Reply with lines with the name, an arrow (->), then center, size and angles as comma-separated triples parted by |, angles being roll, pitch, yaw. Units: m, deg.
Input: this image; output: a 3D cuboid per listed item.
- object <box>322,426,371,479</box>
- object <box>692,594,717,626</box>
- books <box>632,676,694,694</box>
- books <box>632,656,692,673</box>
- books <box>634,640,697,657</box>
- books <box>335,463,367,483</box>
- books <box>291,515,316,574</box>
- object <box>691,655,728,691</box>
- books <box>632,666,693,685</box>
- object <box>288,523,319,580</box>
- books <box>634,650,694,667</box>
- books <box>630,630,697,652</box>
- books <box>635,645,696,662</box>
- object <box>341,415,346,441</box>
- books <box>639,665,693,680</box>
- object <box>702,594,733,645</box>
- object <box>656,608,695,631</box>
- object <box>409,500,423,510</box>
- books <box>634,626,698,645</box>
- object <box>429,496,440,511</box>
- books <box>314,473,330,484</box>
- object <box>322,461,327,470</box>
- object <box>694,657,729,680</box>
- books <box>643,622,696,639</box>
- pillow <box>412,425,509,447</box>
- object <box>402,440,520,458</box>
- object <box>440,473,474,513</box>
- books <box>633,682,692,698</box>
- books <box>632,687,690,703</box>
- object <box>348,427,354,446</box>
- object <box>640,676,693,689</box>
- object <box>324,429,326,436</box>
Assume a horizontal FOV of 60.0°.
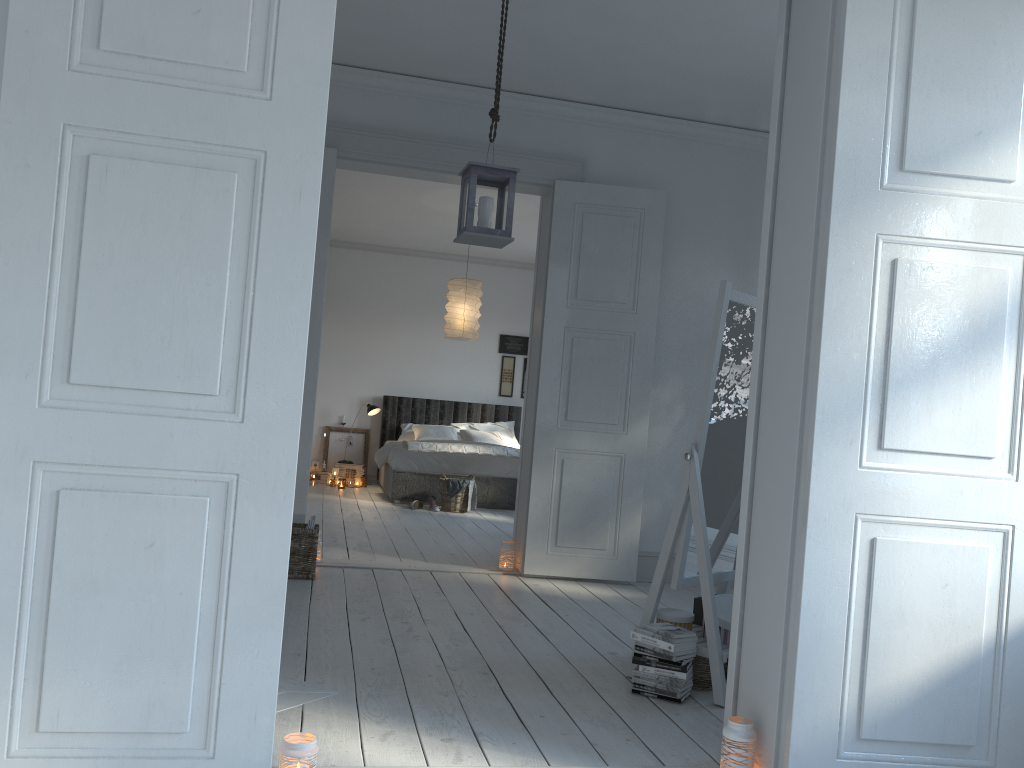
object -> -1.967, 0.831, 10.503 | 0.528, 0.630, 0.082 | 5, -1, -12
object -> 0.833, 0.912, 3.537 | 0.155, 0.103, 0.165 | 3, -2, 43
books -> 0.537, 1.060, 3.158 | 0.180, 0.016, 0.128 | 3, -2, 33
books -> 0.537, 0.987, 3.162 | 0.193, 0.022, 0.128 | 4, -2, 21
books -> 0.547, 0.934, 3.160 | 0.128, 0.016, 0.180 | 6, -3, -41
books -> -1.855, 1.030, 10.208 | 0.346, 0.232, 0.245 | 5, -1, -3
books -> -1.159, 0.853, 4.725 | 0.201, 0.300, 0.179 | 5, -1, -12
object -> 0.663, 1.054, 3.347 | 0.185, 0.140, 0.295 | 6, -2, -40
books -> 0.538, 1.031, 3.159 | 0.186, 0.017, 0.132 | 4, -2, 25
object -> -1.174, 0.884, 4.722 | 0.270, 0.265, 0.224 | 5, -1, -12
books -> 0.541, 0.967, 3.154 | 0.178, 0.016, 0.128 | 4, -2, 31
books -> 0.540, 0.912, 3.164 | 0.128, 0.026, 0.200 | 6, -2, -40
books -> 0.546, 0.950, 3.157 | 0.176, 0.016, 0.128 | 3, -3, 45
object -> -2.006, 0.525, 10.520 | 0.067, 0.320, 0.067 | 4, -1, 37
books -> 0.549, 1.012, 3.157 | 0.167, 0.022, 0.128 | 4, -2, 22
object -> 0.821, 0.875, 3.299 | 0.207, 0.158, 0.241 | 5, -2, -4
object -> 0.615, 0.901, 3.354 | 0.142, 0.074, 0.142 | 6, -2, -28
object -> -0.920, 1.116, 8.241 | 0.120, 0.084, 0.222 | 4, -2, 17
books -> 0.548, 0.891, 3.163 | 0.132, 0.017, 0.186 | 6, -2, -39
object -> -0.716, 1.115, 8.238 | 0.083, 0.122, 0.222 | 5, -2, -12
books -> -2.138, 1.070, 10.019 | 0.175, 0.095, 0.262 | 5, -2, -17
object -> -2.199, 0.907, 10.433 | 0.062, 0.220, 0.028 | 5, -1, -17
object -> 0.822, 1.072, 3.490 | 0.185, 0.140, 0.295 | 6, -2, -40
books -> 0.561, 0.876, 3.153 | 0.111, 0.014, 0.156 | 6, -2, -32
pillow -> -0.577, 0.610, 10.113 | 1.147, 0.225, 0.415 | 5, -2, -19
object -> -0.359, 0.659, 8.859 | 1.460, 0.104, 0.405 | 5, -2, -12
object -> -0.526, 1.016, 8.283 | 0.319, 0.351, 0.319 | 4, -1, 20
books -> 0.536, 1.076, 3.155 | 0.176, 0.016, 0.128 | 4, -2, 29
books -> 0.531, 1.093, 3.152 | 0.178, 0.016, 0.128 | 4, -2, 26
object -> -1.906, 0.628, 10.525 | 0.062, 0.228, 0.063 | 4, -1, 12
object -> 0.548, 1.045, 3.149 | 0.156, 0.014, 0.111 | 4, -2, 31
object -> -2.206, 0.554, 10.462 | 0.024, 0.126, 0.023 | 5, -1, -28
